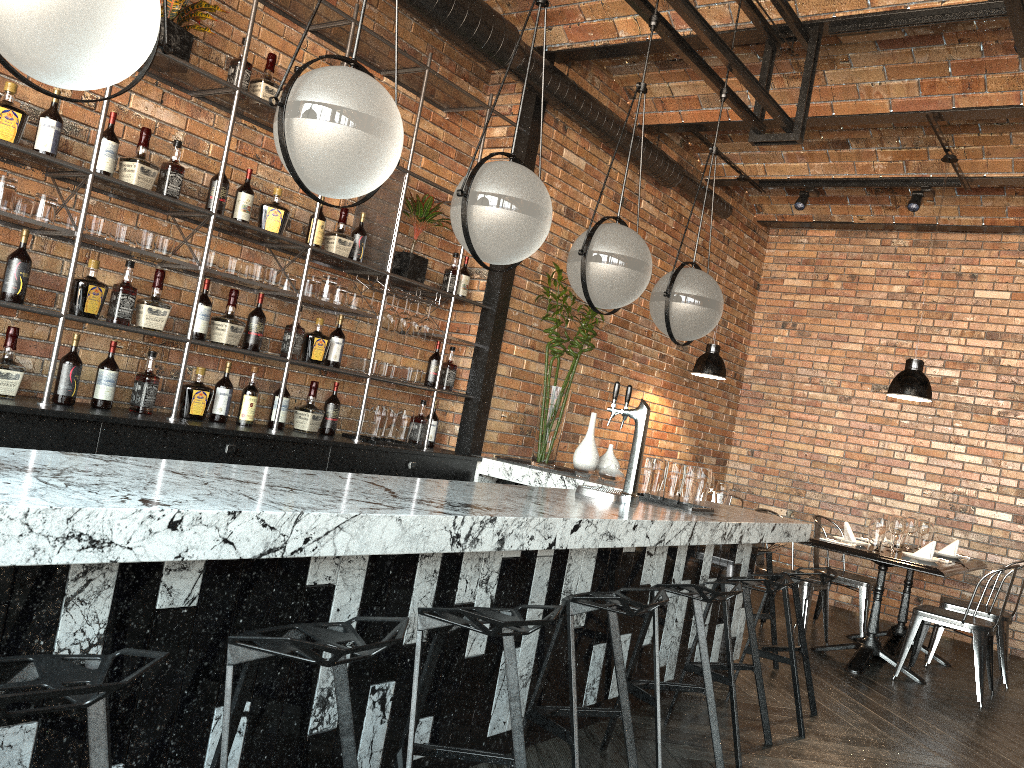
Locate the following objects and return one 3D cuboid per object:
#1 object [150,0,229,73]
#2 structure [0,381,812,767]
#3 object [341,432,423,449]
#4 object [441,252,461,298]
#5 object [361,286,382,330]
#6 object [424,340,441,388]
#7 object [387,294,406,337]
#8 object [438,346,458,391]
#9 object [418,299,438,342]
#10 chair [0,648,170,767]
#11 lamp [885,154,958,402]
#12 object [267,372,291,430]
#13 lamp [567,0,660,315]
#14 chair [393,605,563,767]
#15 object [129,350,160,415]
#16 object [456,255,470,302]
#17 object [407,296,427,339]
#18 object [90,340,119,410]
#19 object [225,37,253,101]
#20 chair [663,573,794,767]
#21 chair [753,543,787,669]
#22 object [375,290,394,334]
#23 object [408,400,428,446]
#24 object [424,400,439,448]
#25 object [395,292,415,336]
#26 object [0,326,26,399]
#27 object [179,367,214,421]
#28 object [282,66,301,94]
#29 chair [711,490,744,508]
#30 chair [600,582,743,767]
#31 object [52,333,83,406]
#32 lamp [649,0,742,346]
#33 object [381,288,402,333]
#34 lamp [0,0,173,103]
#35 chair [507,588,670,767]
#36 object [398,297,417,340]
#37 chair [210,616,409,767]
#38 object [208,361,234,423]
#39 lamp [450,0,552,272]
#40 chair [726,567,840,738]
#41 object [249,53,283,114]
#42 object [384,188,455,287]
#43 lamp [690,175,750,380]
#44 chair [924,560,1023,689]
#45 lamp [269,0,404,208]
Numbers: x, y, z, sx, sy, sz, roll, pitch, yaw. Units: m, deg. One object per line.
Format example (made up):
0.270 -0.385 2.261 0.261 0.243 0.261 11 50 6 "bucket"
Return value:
-1.495 -1.645 3.840 0.430 0.526 0.425 9 -2 38 "object"
-0.670 0.481 3.357 1.930 1.430 5.346 9 -2 36 "structure"
-0.744 0.329 5.123 0.273 0.019 0.437 9 -2 36 "object"
-0.371 -0.675 5.500 0.083 0.282 0.083 12 -2 -39 "object"
-0.808 -0.436 5.088 0.092 0.244 0.092 11 -2 -14 "object"
-0.477 -0.123 5.483 0.086 0.299 0.086 11 -2 -5 "object"
-0.688 -0.408 5.257 0.092 0.244 0.092 11 -2 -14 "object"
-0.398 -0.096 5.590 0.083 0.282 0.083 12 -3 -44 "object"
-0.497 -0.373 5.243 0.092 0.244 0.092 11 -2 -14 "object"
-0.823 0.737 1.333 0.414 0.737 0.475 9 -2 41 "chair"
2.792 -0.716 5.929 0.291 1.653 0.291 11 -2 -9 "lamp"
-1.191 0.085 4.574 0.086 0.298 0.086 11 -2 -5 "object"
0.512 -1.140 3.558 0.340 1.754 0.340 11 -2 -8 "lamp"
-0.163 0.890 2.255 0.475 0.737 0.414 12 -3 -44 "chair"
-1.628 -0.009 3.953 0.083 0.282 0.083 10 -2 21 "object"
-0.311 -0.668 5.629 0.086 0.298 0.086 11 -2 0 "object"
-0.557 -0.386 5.159 0.092 0.244 0.092 11 -2 -14 "object"
-1.738 -0.042 3.811 0.086 0.298 0.086 11 -2 -5 "object"
-1.263 -1.469 4.128 0.083 0.282 0.083 9 -2 36 "object"
0.902 1.137 3.740 0.414 0.737 0.475 9 -2 31 "chair"
1.344 1.270 5.268 0.475 0.737 0.414 9 -2 41 "chair"
-0.745 -0.421 5.177 0.092 0.244 0.092 11 -2 -14 "object"
-0.566 0.238 5.436 0.083 0.282 0.083 10 -2 21 "object"
-0.503 0.246 5.545 0.086 0.298 0.086 11 -2 -5 "object"
-0.614 -0.400 5.079 0.092 0.244 0.092 11 -2 -14 "object"
-1.968 -0.086 3.456 0.123 0.279 0.123 12 -2 -40 "object"
-1.480 0.044 4.162 0.094 0.248 0.151 9 -3 45 "object"
-1.082 -1.427 4.381 0.083 0.282 0.083 10 -2 21 "object"
1.653 1.344 7.607 0.504 0.857 0.558 9 -2 31 "chair"
0.565 1.059 3.270 0.414 0.737 0.475 9 -2 41 "chair"
-1.817 -0.062 3.646 0.086 0.297 0.086 11 -2 -20 "object"
0.935 -1.042 4.148 0.340 1.754 0.340 11 -2 -8 "lamp"
-0.677 -0.414 4.991 0.092 0.244 0.092 11 -2 -14 "object"
-0.757 -1.434 1.787 0.340 1.754 0.340 11 -2 -8 "lamp"
0.207 0.976 2.771 0.414 0.737 0.475 9 -2 31 "chair"
-0.628 -0.394 5.340 0.092 0.244 0.092 11 -2 -14 "object"
-0.498 0.812 1.787 0.414 0.737 0.475 9 -2 31 "chair"
-1.398 0.038 4.296 0.086 0.298 0.086 11 -2 -5 "object"
0.089 -1.238 2.967 0.340 1.754 0.340 11 -2 -8 "lamp"
1.308 1.231 4.306 0.414 0.737 0.475 10 -2 26 "chair"
-1.175 -1.446 4.254 0.123 0.279 0.123 9 -2 40 "object"
-0.536 -0.856 5.181 0.398 0.560 0.374 10 -2 9 "object"
1.730 -0.872 7.166 0.291 1.653 0.291 10 -2 11 "lamp"
3.275 1.599 6.231 0.558 0.857 0.504 10 -2 26 "chair"
-0.334 -1.336 2.377 0.340 1.754 0.340 11 -2 -8 "lamp"
